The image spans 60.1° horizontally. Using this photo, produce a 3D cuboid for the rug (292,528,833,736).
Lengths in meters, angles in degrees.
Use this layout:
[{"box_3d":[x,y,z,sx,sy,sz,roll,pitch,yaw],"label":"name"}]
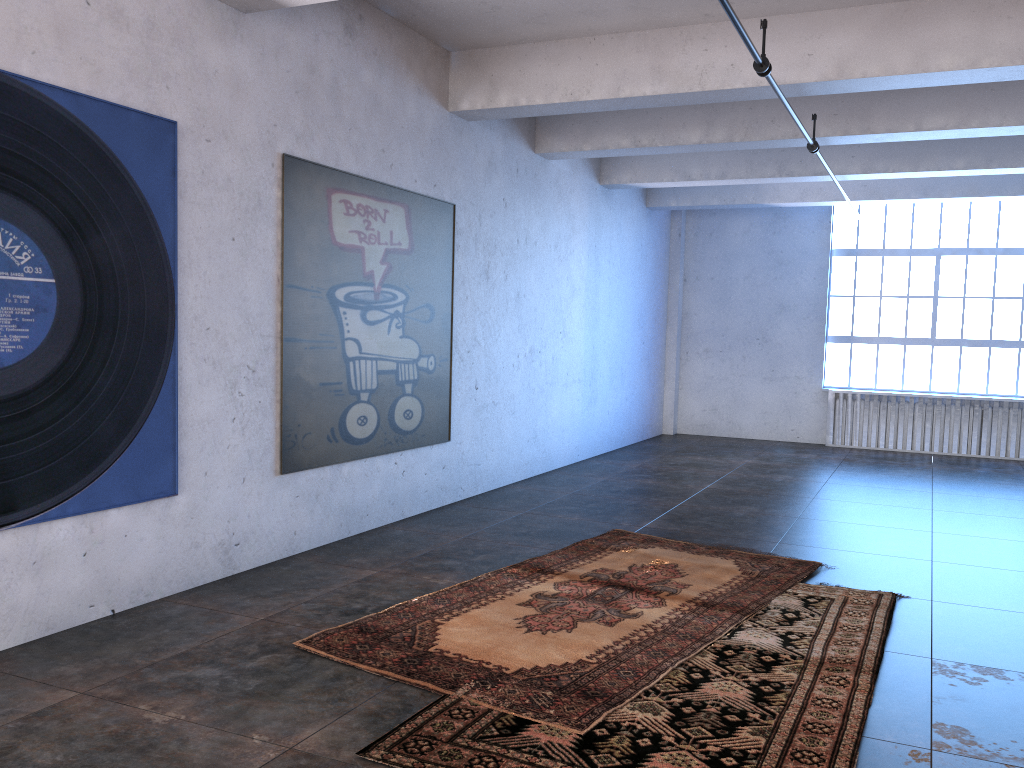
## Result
[{"box_3d":[0.612,1.267,5.371,1.838,0.048,3.589,4,4,34],"label":"rug"}]
